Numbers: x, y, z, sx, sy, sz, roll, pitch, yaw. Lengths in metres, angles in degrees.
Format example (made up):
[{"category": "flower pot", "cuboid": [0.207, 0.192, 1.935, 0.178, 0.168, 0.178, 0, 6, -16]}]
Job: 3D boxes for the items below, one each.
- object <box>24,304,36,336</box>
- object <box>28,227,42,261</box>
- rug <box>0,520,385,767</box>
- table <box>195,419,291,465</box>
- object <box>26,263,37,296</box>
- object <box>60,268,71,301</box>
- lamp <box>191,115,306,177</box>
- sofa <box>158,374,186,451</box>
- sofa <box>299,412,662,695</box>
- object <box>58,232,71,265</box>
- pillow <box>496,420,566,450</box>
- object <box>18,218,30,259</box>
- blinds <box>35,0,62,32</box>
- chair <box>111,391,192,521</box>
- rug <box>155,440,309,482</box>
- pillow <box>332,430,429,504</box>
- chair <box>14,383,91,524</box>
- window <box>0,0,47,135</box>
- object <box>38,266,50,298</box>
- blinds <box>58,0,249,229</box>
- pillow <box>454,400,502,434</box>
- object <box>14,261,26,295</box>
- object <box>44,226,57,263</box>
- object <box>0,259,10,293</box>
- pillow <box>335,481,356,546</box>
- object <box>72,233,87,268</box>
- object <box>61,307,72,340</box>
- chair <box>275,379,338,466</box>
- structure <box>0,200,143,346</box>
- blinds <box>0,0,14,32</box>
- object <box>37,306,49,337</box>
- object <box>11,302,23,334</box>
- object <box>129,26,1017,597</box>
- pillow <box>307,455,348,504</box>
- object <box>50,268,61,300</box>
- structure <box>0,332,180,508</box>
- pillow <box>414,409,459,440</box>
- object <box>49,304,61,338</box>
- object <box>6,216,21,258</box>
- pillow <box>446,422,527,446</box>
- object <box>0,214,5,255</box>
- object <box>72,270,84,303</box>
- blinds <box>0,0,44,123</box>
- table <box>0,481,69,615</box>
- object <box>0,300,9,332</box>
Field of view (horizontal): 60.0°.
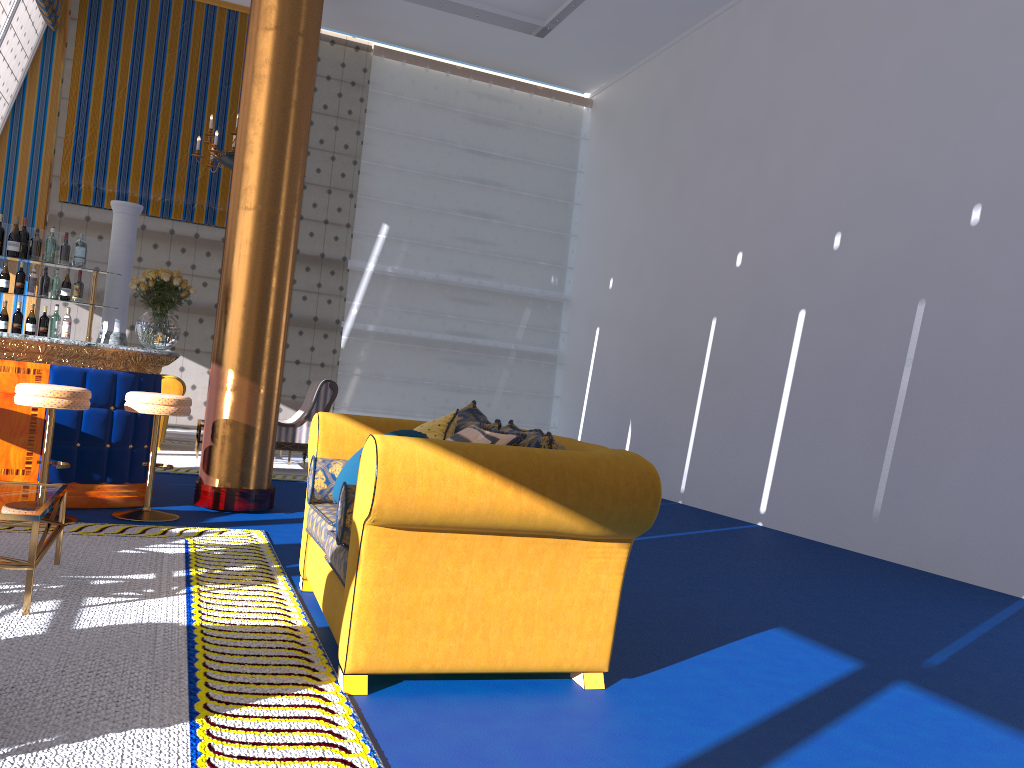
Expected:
[{"category": "object", "cuboid": [-3.539, -0.470, 6.529, 0.069, 0.244, 0.068, 7, -1, -40]}, {"category": "object", "cuboid": [-3.492, -1.024, 6.507, 0.075, 0.247, 0.077, 6, -1, 33]}, {"category": "rug", "cuboid": [-2.124, 0.794, 1.984, 3.620, 0.010, 6.209, 6, -1, -21]}, {"category": "table", "cuboid": [-3.037, 0.651, 10.003, 0.982, 0.369, 0.899, 6, -1, -21]}, {"category": "object", "cuboid": [-3.509, -0.764, 6.494, 0.056, 0.239, 0.057, 6, -1, 44]}, {"category": "object", "cuboid": [-3.326, -0.742, 6.623, 0.069, 0.244, 0.068, 7, -1, -40]}, {"category": "lamp", "cuboid": [-2.583, -3.260, 9.113, 1.071, 2.421, 1.047, 7, -1, -44]}, {"category": "sofa", "cuboid": [-4.705, 0.241, 10.024, 1.861, 0.854, 1.004, 6, -1, -20]}, {"category": "sofa", "cuboid": [-0.279, 0.598, 3.681, 1.018, 0.854, 1.834, 6, -1, -19]}, {"category": "object", "cuboid": [-3.328, -1.008, 6.606, 0.072, 0.246, 0.073, 6, -1, 28]}, {"category": "pillow", "cuboid": [-0.031, 0.447, 3.435, 0.341, 0.610, 0.610, 6, -1, -16]}, {"category": "object", "cuboid": [-3.568, -1.062, 6.475, 0.081, 0.303, 0.081, 6, -1, -4]}, {"category": "blinds", "cuboid": [-5.452, -4.808, 10.452, 0.341, 0.830, 1.513, 6, -1, -21]}, {"category": "chair", "cuboid": [-2.274, 0.448, 5.619, 0.394, 0.782, 0.403, 6, -1, 40]}, {"category": "rug", "cuboid": [-3.624, 0.770, 9.655, 6.305, 0.011, 3.566, 6, -1, -21]}, {"category": "pillow", "cuboid": [-0.528, 0.362, 3.626, 0.456, 0.367, 0.394, 6, -1, 30]}, {"category": "chair", "cuboid": [-2.701, 0.395, 5.154, 0.394, 0.782, 0.402, 6, -1, 28]}, {"category": "window", "cuboid": [-4.046, -2.322, 3.955, 1.631, 5.855, 15.348, 6, -1, -21]}, {"category": "object", "cuboid": [-3.452, -0.752, 6.550, 0.072, 0.232, 0.070, 7, -1, -42]}, {"category": "blinds", "cuboid": [-4.333, -3.638, 11.694, 2.681, 2.990, 0.151, 6, -1, -21]}, {"category": "pillow", "cuboid": [-0.239, 0.403, 3.983, 0.356, 0.672, 0.598, 6, -1, -13]}, {"category": "object", "cuboid": [-3.581, -0.774, 6.462, 0.066, 0.244, 0.065, 7, -1, -40]}, {"category": "object", "cuboid": [-3.397, -1.027, 6.537, 0.069, 0.271, 0.069, 6, -1, -10]}, {"category": "object", "cuboid": [-3.665, -0.781, 6.411, 0.069, 0.244, 0.068, 7, -1, -40]}, {"category": "pillow", "cuboid": [-0.415, 0.463, 3.098, 0.375, 0.219, 0.213, 6, -1, -17]}, {"category": "object", "cuboid": [-3.249, -1.007, 6.679, 0.093, 0.259, 0.091, 7, -1, -38]}, {"category": "object", "cuboid": [-3.346, -0.450, 6.671, 0.062, 0.258, 0.061, 6, -1, -21]}, {"category": "chair", "cuboid": [-2.320, 0.401, 9.335, 0.790, 0.966, 0.788, 6, -1, -21]}, {"category": "structure", "cuboid": [-3.836, -0.408, 6.524, 2.334, 2.196, 0.762, 6, -1, -30]}, {"category": "blinds", "cuboid": [-5.509, -3.303, 8.985, 0.881, 3.394, 1.355, 6, -1, -21]}, {"category": "object", "cuboid": [-3.471, -0.458, 6.578, 0.066, 0.244, 0.065, 7, -1, -40]}, {"category": "object", "cuboid": [-3.607, -0.478, 6.473, 0.066, 0.244, 0.065, 7, -1, -40]}, {"category": "object", "cuboid": [0.175, -7.139, 5.128, 63.624, 33.600, 62.929, 6, -1, -14]}, {"category": "pillow", "cuboid": [-0.728, 0.446, 4.028, 0.380, 0.219, 0.213, 6, -1, -17]}, {"category": "object", "cuboid": [-3.392, -0.745, 6.596, 0.058, 0.230, 0.059, 6, -1, 28]}, {"category": "structure", "cuboid": [-3.360, 0.195, 5.586, 2.335, 1.065, 0.761, 7, -1, -32]}, {"category": "pillow", "cuboid": [-0.364, 0.343, 3.882, 0.233, 0.491, 0.607, 6, -1, -15]}, {"category": "object", "cuboid": [-3.415, -0.463, 6.634, 0.068, 0.269, 0.069, 6, -1, 30]}, {"category": "object", "cuboid": [-3.606, -1.065, 6.434, 0.086, 0.302, 0.084, 6, -1, -27]}, {"category": "pillow", "cuboid": [-0.208, 0.369, 3.354, 0.330, 0.456, 0.517, 6, -1, -21]}, {"category": "object", "cuboid": [-3.704, -1.077, 6.395, 0.082, 0.303, 0.081, 6, -1, -15]}, {"category": "object", "cuboid": [-3.251, -0.733, 6.656, 0.072, 0.244, 0.072, 6, -1, 0]}, {"category": "blinds", "cuboid": [-6.024, -3.333, 10.364, 0.881, 3.394, 1.355, 6, -1, -21]}, {"category": "table", "cuboid": [-2.370, 0.607, 3.508, 0.982, 0.369, 0.899, 6, -1, -21]}, {"category": "object", "cuboid": [-3.689, -0.484, 6.437, 0.069, 0.244, 0.068, 7, -1, -40]}]
